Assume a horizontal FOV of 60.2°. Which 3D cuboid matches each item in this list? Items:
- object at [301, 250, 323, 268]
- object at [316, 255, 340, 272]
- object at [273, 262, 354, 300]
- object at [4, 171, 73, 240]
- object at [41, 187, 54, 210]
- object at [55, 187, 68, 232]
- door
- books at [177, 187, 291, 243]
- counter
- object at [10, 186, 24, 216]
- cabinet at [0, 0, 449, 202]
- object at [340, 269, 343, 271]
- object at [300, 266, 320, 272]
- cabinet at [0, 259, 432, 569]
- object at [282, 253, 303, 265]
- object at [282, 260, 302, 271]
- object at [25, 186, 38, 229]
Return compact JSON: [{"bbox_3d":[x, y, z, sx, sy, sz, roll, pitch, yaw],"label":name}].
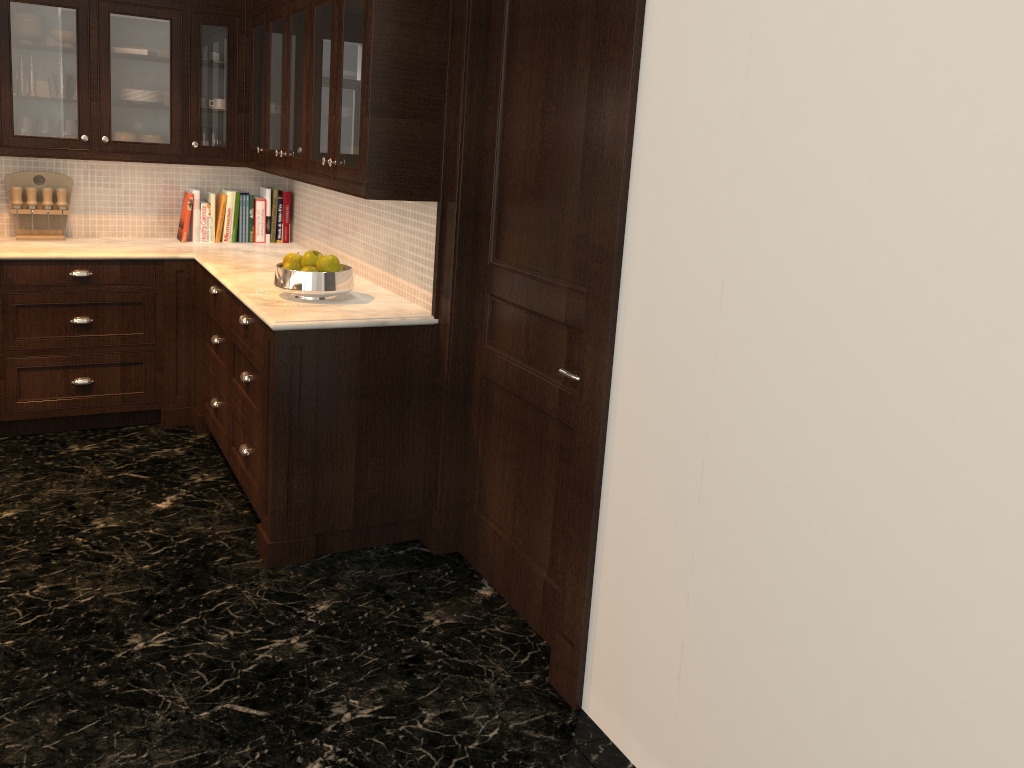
[{"bbox_3d":[-0.792,-0.483,3.518,0.096,0.098,0.092,14,16,37],"label":"object"},{"bbox_3d":[-0.722,-0.460,3.466,0.093,0.096,0.092,12,15,31],"label":"object"},{"bbox_3d":[-0.795,-0.413,3.550,0.319,0.120,0.323,-6,18,-34],"label":"object"},{"bbox_3d":[-2.451,-0.926,4.584,0.316,0.343,0.112,-3,13,-29],"label":"object"},{"bbox_3d":[-2.416,-0.914,4.595,0.061,0.222,0.062,10,12,30],"label":"object"},{"bbox_3d":[-2.358,-0.913,4.628,0.061,0.233,0.062,9,12,24],"label":"object"},{"bbox_3d":[0.064,-0.290,2.861,0.109,2.149,0.878,-2,12,-28],"label":"door"},{"bbox_3d":[-1.588,-0.973,5.048,0.604,0.306,0.197,-4,14,-29],"label":"books"},{"bbox_3d":[-2.294,-0.433,3.528,3.373,0.031,2.356,-4,17,-28],"label":"counter"},{"bbox_3d":[-2.537,-0.903,4.529,0.061,0.225,0.061,14,14,42],"label":"object"},{"bbox_3d":[-2.221,-1.471,3.345,3.372,1.234,2.348,-4,16,-28],"label":"cabinet"},{"bbox_3d":[-0.714,-0.421,3.534,0.096,0.098,0.092,14,16,37],"label":"object"},{"bbox_3d":[-0.788,-0.414,3.456,0.091,0.096,0.094,4,13,0],"label":"object"},{"bbox_3d":[-2.326,0.008,3.609,3.373,0.866,2.356,-4,17,-28],"label":"cabinet"},{"bbox_3d":[-0.883,-0.482,3.578,0.091,0.097,0.094,11,14,28],"label":"object"},{"bbox_3d":[-0.872,-0.444,3.508,0.100,0.095,0.093,1,13,-11],"label":"object"},{"bbox_3d":[-2.479,-0.903,4.561,0.061,0.233,0.062,10,12,30],"label":"object"}]
